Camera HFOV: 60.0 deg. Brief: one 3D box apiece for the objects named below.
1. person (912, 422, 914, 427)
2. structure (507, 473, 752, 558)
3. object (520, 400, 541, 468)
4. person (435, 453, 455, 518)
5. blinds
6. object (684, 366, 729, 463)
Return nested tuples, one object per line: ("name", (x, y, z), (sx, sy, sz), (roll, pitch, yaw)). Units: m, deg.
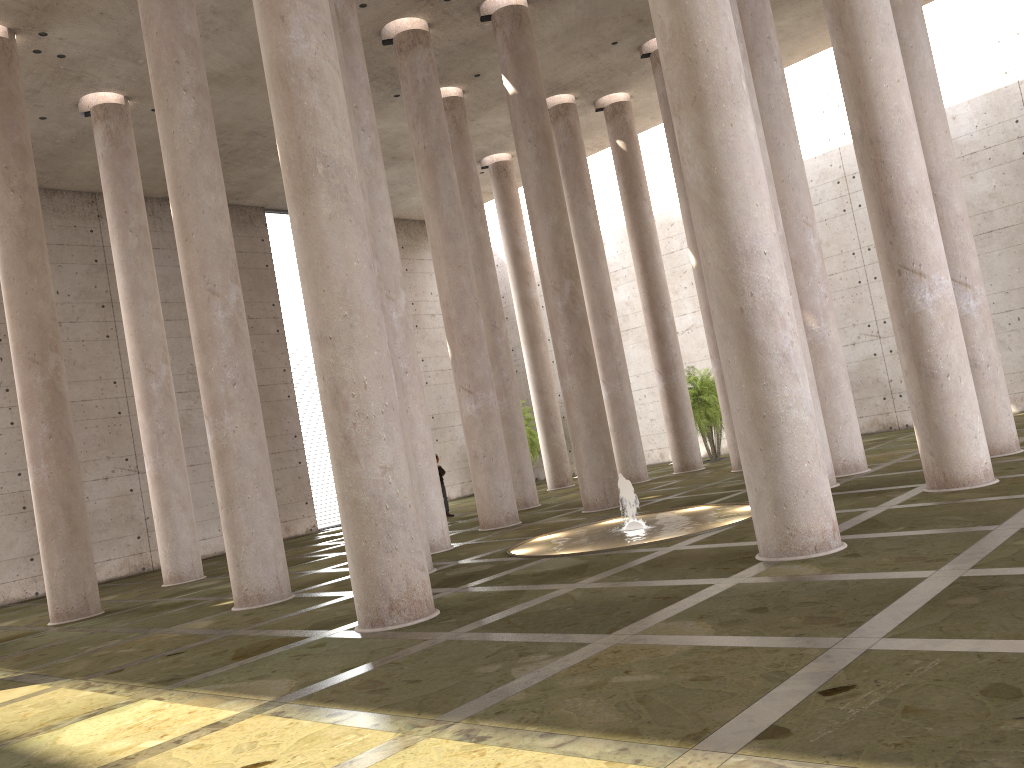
("person", (8.112, 0.344, 17.191), (0.898, 1.851, 0.001), (-14, -5, 42))
("structure", (1.810, 1.953, 13.324), (3.913, 1.279, 3.916), (-11, -4, 14))
("object", (0.096, 2.271, 32.355), (2.333, 3.247, 2.483), (-7, -5, -45))
("person", (-1.985, 2.687, 23.459), (0.789, 1.752, 0.001), (-12, -4, 22))
("blinds", (-6.521, -0.424, 28.895), (0.202, 10.110, 1.676), (-14, -5, 42))
("object", (5.894, 0.912, 26.919), (2.151, 3.126, 2.290), (-12, -4, 25))
